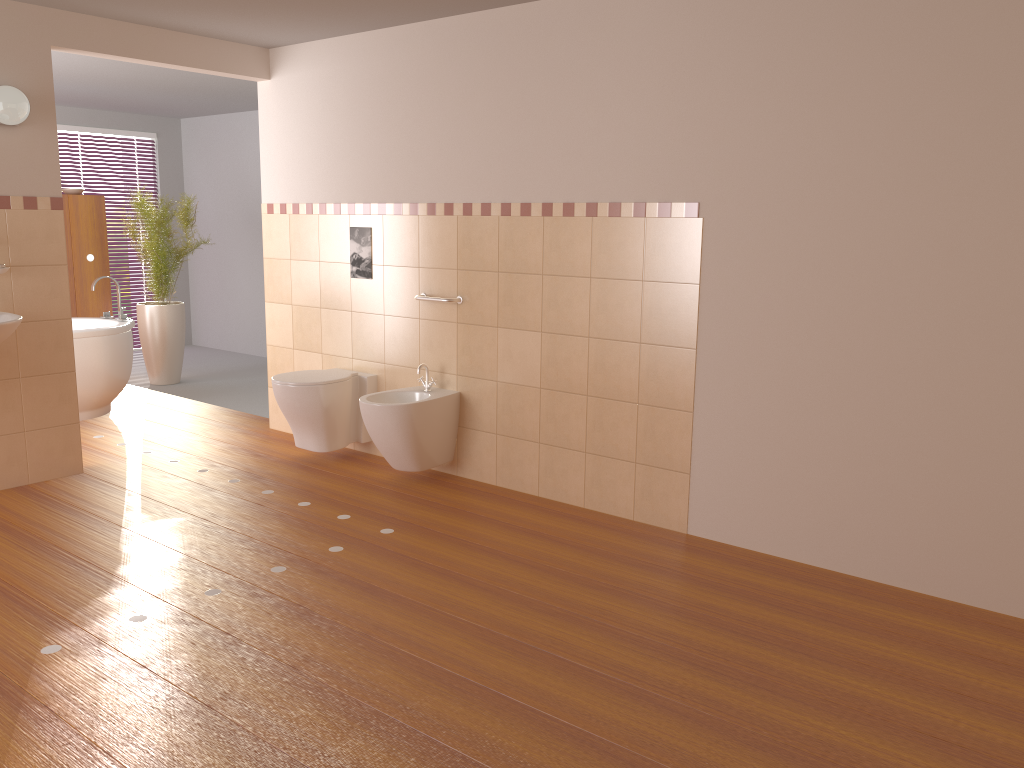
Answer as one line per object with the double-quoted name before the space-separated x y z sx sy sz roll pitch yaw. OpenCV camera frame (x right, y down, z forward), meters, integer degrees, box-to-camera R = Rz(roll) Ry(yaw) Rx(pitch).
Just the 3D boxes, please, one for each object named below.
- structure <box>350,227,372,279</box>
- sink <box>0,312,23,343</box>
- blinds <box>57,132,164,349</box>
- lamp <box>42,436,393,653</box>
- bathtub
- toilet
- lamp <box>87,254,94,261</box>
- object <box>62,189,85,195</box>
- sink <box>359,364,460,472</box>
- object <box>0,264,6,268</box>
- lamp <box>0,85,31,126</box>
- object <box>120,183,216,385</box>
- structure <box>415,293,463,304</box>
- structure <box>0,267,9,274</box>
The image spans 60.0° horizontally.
"structure" -0.828 -0.717 4.855 0.170 0.279 0.005 9 13 38
"sink" -2.420 -0.208 3.758 0.539 0.516 0.683 9 13 38
"blinds" -4.994 -1.080 7.054 0.032 2.022 4.712 9 13 38
"lamp" -2.618 0.658 3.466 2.893 0.001 3.173 9 13 38
"bathtub" -3.291 -0.199 5.603 0.888 0.900 1.874 9 13 38
"toilet" -1.049 0.145 4.846 0.375 0.400 0.534 9 13 38
"lamp" -3.598 -0.898 6.402 0.001 0.052 1.169 9 13 38
"object" -3.366 -1.469 6.796 0.173 0.046 0.173 9 13 38
"sink" -0.527 0.169 4.433 0.335 0.517 0.515 9 13 38
"object" -2.382 -0.544 4.098 0.075 0.023 0.050 1 10 3
"lamp" -2.276 -1.254 3.996 0.209 0.173 0.173 9 13 38
"object" -2.671 -0.780 6.996 0.683 1.557 1.335 -3 11 -18
"structure" -0.386 -0.431 4.492 0.295 0.042 0.091 9 13 38
"structure" -2.382 -0.522 4.100 0.092 0.029 0.117 9 13 38
